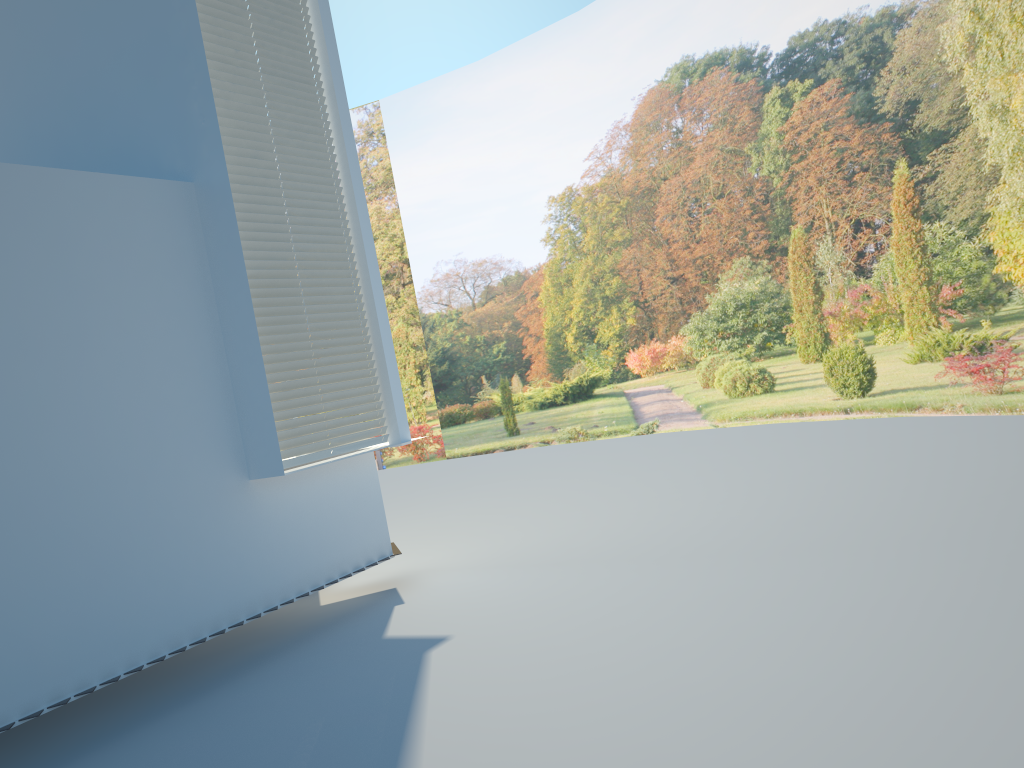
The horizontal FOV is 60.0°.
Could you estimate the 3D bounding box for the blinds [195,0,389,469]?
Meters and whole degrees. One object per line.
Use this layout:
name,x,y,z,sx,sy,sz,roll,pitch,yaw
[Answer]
blinds,-2.644,-1.428,7.260,1.221,4.265,3.912,-11,0,-40
